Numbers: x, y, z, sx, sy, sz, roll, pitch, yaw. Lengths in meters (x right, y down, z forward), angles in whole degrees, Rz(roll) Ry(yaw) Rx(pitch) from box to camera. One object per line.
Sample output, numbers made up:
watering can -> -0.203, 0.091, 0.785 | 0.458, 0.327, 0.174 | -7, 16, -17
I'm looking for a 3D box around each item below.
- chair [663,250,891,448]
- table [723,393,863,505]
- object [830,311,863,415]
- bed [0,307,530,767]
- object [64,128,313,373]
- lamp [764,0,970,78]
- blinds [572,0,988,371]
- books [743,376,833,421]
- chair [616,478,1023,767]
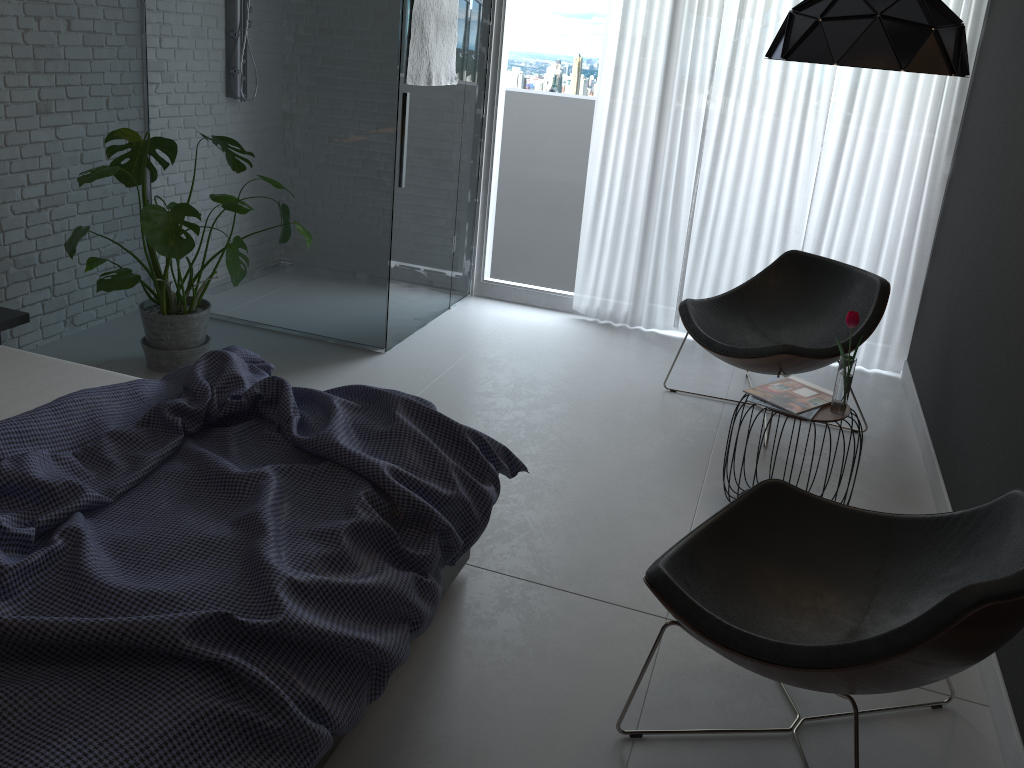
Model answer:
chair -> 1.215, -0.205, 4.047 | 0.816, 0.674, 0.808 | -6, 23, -29
table -> 0.998, 0.261, 3.162 | 0.450, 0.425, 0.463 | 3, 20, -5
object -> 1.121, -0.069, 2.975 | 0.077, 0.347, 0.067 | -10, 23, -39
bed -> -1.368, -0.329, 1.972 | 2.619, 1.993, 2.615 | 11, 21, 16
object -> -1.400, -0.582, 3.919 | 0.862, 1.023, 1.003 | 18, 23, 33
lamp -> 1.140, -1.408, 2.634 | 0.590, 0.881, 0.616 | 18, 22, 33
blinds -> 1.344, -1.480, 4.604 | 1.861, 2.631, 0.139 | 11, 18, 16
books -> -2.927, -0.036, 2.886 | 8.230, 0.363, 0.416 | 4, 20, -4
chair -> 0.748, 0.536, 2.072 | 0.825, 0.674, 0.800 | 20, 25, 35
